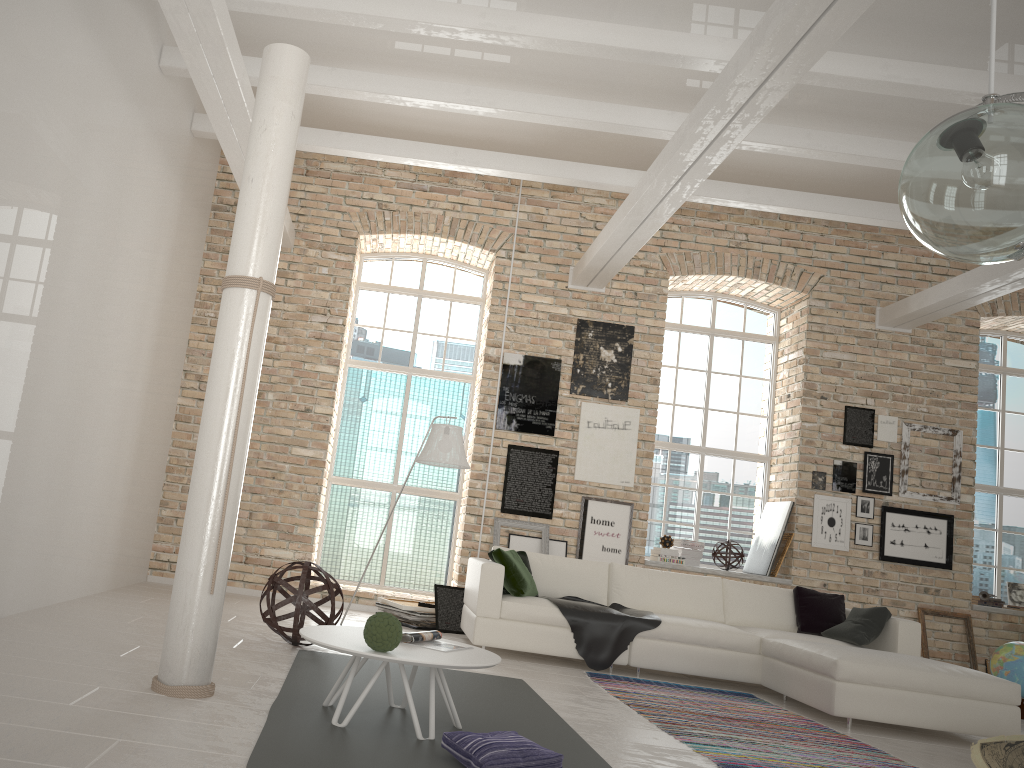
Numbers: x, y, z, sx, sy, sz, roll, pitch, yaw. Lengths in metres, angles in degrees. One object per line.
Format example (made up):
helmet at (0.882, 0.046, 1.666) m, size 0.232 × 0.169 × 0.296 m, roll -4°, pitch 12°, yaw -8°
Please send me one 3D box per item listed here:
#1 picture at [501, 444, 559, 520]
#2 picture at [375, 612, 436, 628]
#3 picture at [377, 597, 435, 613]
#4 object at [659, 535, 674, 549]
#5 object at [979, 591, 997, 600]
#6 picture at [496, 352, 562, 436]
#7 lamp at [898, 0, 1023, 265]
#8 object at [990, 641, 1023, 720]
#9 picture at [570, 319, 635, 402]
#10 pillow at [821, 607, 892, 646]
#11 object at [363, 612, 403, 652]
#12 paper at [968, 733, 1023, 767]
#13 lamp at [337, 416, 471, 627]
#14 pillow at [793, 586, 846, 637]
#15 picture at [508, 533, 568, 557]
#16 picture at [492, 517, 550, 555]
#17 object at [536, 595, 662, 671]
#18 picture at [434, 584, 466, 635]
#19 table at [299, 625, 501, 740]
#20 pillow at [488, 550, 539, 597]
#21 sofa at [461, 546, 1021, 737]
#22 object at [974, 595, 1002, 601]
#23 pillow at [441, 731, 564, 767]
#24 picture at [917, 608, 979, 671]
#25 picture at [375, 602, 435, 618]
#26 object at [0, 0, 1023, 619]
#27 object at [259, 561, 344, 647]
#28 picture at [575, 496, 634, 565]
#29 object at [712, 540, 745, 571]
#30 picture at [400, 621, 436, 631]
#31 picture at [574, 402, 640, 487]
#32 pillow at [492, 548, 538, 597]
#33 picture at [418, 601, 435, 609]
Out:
picture at (0.176, 0.967, 8.817) m, size 0.511 × 0.679 × 0.064 m, roll 7°, pitch -9°, yaw 1°
picture at (-0.784, 2.143, 8.142) m, size 0.626 × 0.048 × 0.735 m, roll 1°, pitch -12°, yaw 32°
picture at (-0.756, 2.026, 8.118) m, size 0.745 × 0.048 × 0.618 m, roll 12°, pitch -11°, yaw -25°
object at (1.548, 1.578, 8.920) m, size 0.150 × 0.137 × 0.136 m, roll 3°, pitch -10°, yaw 24°
object at (4.766, 2.127, 8.925) m, size 0.101 × 0.089 × 0.448 m, roll 0°, pitch -13°, yaw 38°
picture at (0.169, 0.102, 8.941) m, size 0.591 × 0.783 × 0.037 m, roll 7°, pitch -9°, yaw 1°
lamp at (1.574, -1.147, 2.916) m, size 0.517 × 1.596 × 0.488 m, roll 5°, pitch -9°, yaw 11°
object at (4.200, 2.428, 7.338) m, size 0.478 × 0.630 × 0.419 m, roll 0°, pitch -12°, yaw 37°
picture at (0.912, -0.241, 9.014) m, size 0.589 × 0.782 × 0.037 m, roll 7°, pitch -9°, yaw 1°
pillow at (2.641, 1.833, 6.839) m, size 0.332 × 0.304 × 0.428 m, roll 10°, pitch -10°, yaw -14°
object at (-0.532, 1.026, 3.683) m, size 0.153 × 0.163 × 0.173 m, roll 12°, pitch -11°, yaw -27°
paper at (3.075, 1.913, 4.264) m, size 1.374 × 0.264 × 1.132 m, roll 15°, pitch -12°, yaw -37°
lamp at (-0.860, 1.121, 7.211) m, size 1.065 × 1.772 × 0.424 m, roll 1°, pitch -11°, yaw 31°
pillow at (2.514, 1.869, 7.252) m, size 0.427 × 0.389 × 0.242 m, roll 7°, pitch -9°, yaw -1°
picture at (0.233, 1.766, 8.607) m, size 0.576 × 0.567 × 0.147 m, roll 7°, pitch -9°, yaw 0°
picture at (0.083, 1.606, 8.564) m, size 0.545 × 0.581 × 0.284 m, roll 7°, pitch -9°, yaw -1°
object at (0.621, 1.917, 6.878) m, size 0.890 × 0.463 × 0.782 m, roll 8°, pitch -10°, yaw -5°
picture at (-0.529, 1.987, 7.836) m, size 0.315 × 0.404 × 0.201 m, roll 11°, pitch -10°, yaw -23°
table at (-0.522, 1.332, 3.976) m, size 0.938 × 0.341 × 0.886 m, roll 6°, pitch -10°, yaw 11°
pillow at (0.012, 1.533, 7.236) m, size 0.335 × 0.364 × 0.384 m, roll -2°, pitch -13°, yaw 42°
sofa at (1.369, 1.829, 6.544) m, size 3.280 × 0.840 × 2.178 m, roll 8°, pitch -10°, yaw -2°
object at (4.731, 2.137, 8.905) m, size 0.213 × 0.020 × 0.159 m, roll 8°, pitch -10°, yaw -2°
pillow at (-0.045, 1.407, 3.356) m, size 0.336 × 0.164 × 0.374 m, roll 13°, pitch -11°, yaw -27°
picture at (4.154, 2.547, 8.474) m, size 0.506 × 0.746 × 0.222 m, roll 7°, pitch -9°, yaw -1°
picture at (-0.765, 2.066, 8.139) m, size 0.628 × 0.048 × 0.732 m, roll -2°, pitch -14°, yaw 44°
object at (2.457, -0.498, 4.076) m, size 10.116 × 4.788 × 11.922 m, roll 8°, pitch -10°, yaw -4°
object at (-1.376, 1.438, 5.845) m, size 0.510 × 0.542 × 0.574 m, roll 12°, pitch -11°, yaw -27°
picture at (0.900, 1.508, 8.717) m, size 0.519 × 0.754 × 0.012 m, roll 7°, pitch -9°, yaw 1°
object at (2.144, 1.700, 8.852) m, size 0.299 × 0.307 × 0.314 m, roll 9°, pitch -10°, yaw -12°
picture at (-0.775, 2.175, 8.103) m, size 0.734 × 0.048 × 0.628 m, roll 17°, pitch -13°, yaw -42°
picture at (0.946, 0.600, 8.861) m, size 0.590 × 0.783 × 0.037 m, roll 7°, pitch -9°, yaw 1°
pillow at (0.024, 1.471, 6.962) m, size 0.320 × 0.343 × 0.397 m, roll 3°, pitch -10°, yaw 21°
picture at (-0.646, 2.024, 8.145) m, size 0.305 × 0.048 × 0.366 m, roll 3°, pitch -11°, yaw 24°
